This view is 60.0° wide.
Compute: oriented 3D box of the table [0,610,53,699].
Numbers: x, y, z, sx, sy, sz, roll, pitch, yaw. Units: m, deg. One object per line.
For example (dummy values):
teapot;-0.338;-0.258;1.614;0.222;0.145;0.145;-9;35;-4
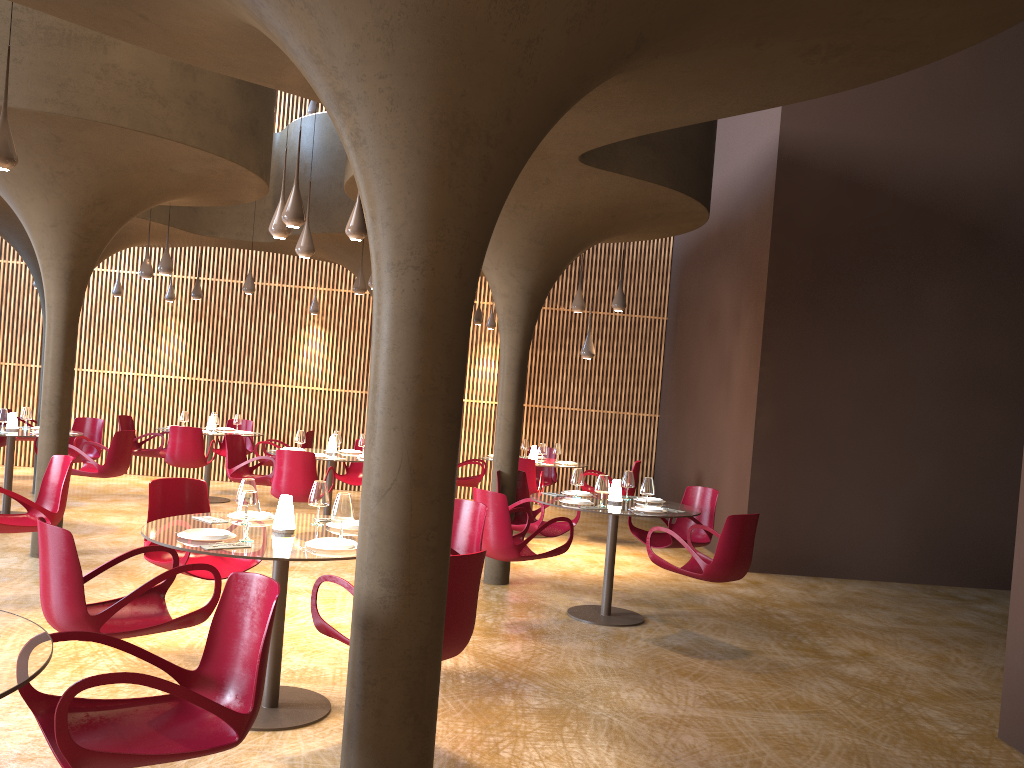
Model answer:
table;-2.358;1.398;2.663;1.674;1.131;1.670;5;0;-35

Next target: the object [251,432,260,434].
object;-4.316;0.809;14.689;0.262;0.017;0.126;5;-1;7

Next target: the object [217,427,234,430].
object;-4.816;0.754;14.908;0.263;0.029;0.263;5;-1;7

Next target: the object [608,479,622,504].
object;1.024;1.057;8.746;0.142;0.232;0.144;5;1;44

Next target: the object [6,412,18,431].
object;-6.472;0.484;11.487;0.144;0.232;0.142;5;1;42

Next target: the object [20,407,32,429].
object;-6.488;0.456;11.842;0.142;0.295;0.142;4;1;-16

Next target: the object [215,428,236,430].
object;-4.817;0.764;14.908;0.332;0.014;0.331;5;-1;-5

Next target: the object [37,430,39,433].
object;-5.971;0.621;11.407;0.263;0.029;0.263;4;-1;21

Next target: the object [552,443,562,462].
object;0.691;1.055;13.587;0.142;0.295;0.142;4;1;-15

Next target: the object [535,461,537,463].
object;0.240;1.140;13.063;0.263;0.029;0.263;5;-1;2

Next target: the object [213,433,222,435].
object;-4.577;0.778;13.807;0.126;0.017;0.262;5;-1;2

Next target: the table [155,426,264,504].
table;-4.933;1.325;14.391;1.672;1.131;1.672;5;0;6

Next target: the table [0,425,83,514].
table;-6.526;1.163;11.497;1.671;1.131;1.673;5;0;16

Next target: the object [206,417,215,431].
object;-4.878;0.646;14.381;0.142;0.232;0.144;4;0;-18

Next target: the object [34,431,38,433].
object;-5.972;0.630;11.407;0.331;0.014;0.332;4;-1;27

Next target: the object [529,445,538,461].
object;0.334;1.057;13.572;0.144;0.232;0.142;5;0;-8

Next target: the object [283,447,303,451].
object;-2.917;0.871;11.812;0.263;0.029;0.263;5;-1;4

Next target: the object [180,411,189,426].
object;-5.242;0.584;14.177;0.142;0.295;0.142;4;1;-31

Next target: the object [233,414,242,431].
object;-4.511;0.647;14.567;0.142;0.295;0.142;5;1;40

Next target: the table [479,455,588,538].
table;0.279;1.736;13.582;1.671;1.131;1.673;5;0;17

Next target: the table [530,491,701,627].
table;0.969;1.736;8.757;1.674;1.131;1.670;5;0;-35

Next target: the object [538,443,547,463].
object;0.452;1.031;13.178;0.142;0.295;0.142;5;1;5

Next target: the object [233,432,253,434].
object;-4.372;0.794;14.391;0.331;0.014;0.332;4;-1;20

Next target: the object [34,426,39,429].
object;-6.320;0.599;11.994;0.263;0.029;0.263;5;-1;-2

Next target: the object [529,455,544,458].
object;0.387;1.164;14.100;0.263;0.029;0.263;4;-1;24

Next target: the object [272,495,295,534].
object;-1.439;0.822;5.620;0.142;0.232;0.144;4;1;-43

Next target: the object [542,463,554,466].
object;0.520;1.178;12.955;0.126;0.017;0.262;4;-1;18

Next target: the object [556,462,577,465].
object;0.827;1.201;13.409;0.332;0.014;0.331;5;-1;-14

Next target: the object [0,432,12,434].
object;-6.275;0.607;10.868;0.126;0.017;0.262;4;-1;12

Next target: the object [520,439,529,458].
object;0.204;1.020;13.969;0.142;0.295;0.142;4;1;-21

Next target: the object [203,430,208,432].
object;-4.876;0.737;13.835;0.263;0.029;0.263;5;-1;2

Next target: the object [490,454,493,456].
object;-0.213;1.111;13.662;0.263;0.029;0.263;5;-1;9

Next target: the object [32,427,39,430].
object;-6.320;0.609;11.994;0.332;0.014;0.331;5;-1;-21

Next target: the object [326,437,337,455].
object;-2.383;0.817;11.754;0.142;0.232;0.144;4;1;-28

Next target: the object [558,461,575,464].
object;0.828;1.192;13.409;0.263;0.029;0.263;5;-1;-8

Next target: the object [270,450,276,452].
object;-3.006;0.878;11.523;0.262;0.017;0.126;4;-1;13

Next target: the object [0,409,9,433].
object;-6.365;0.457;11.081;0.142;0.295;0.142;4;1;-12

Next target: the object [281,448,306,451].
object;-2.918;0.881;11.812;0.331;0.014;0.332;4;-1;23

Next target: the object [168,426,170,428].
object;-5.414;0.709;14.346;0.331;0.014;0.332;4;-1;10

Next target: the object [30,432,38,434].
object;-5.972;0.631;11.403;0.204;0.012;0.411;4;-1;13

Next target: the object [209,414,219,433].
object;-4.703;0.625;14.000;0.142;0.295;0.142;4;1;-10

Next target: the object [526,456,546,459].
object;0.387;1.174;14.100;0.331;0.014;0.332;4;-1;33

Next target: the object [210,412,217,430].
object;-4.956;0.613;14.727;0.142;0.295;0.142;5;1;-3

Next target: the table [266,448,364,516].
table;-2.438;1.496;11.765;1.671;1.131;1.673;5;0;16

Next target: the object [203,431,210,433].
object;-4.877;0.746;13.835;0.332;0.014;0.331;5;-1;-14

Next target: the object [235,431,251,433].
object;-4.371;0.784;14.391;0.263;0.029;0.263;5;-1;-25

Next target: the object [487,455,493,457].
object;-0.214;1.120;13.662;0.331;0.014;0.332;4;-1;25
